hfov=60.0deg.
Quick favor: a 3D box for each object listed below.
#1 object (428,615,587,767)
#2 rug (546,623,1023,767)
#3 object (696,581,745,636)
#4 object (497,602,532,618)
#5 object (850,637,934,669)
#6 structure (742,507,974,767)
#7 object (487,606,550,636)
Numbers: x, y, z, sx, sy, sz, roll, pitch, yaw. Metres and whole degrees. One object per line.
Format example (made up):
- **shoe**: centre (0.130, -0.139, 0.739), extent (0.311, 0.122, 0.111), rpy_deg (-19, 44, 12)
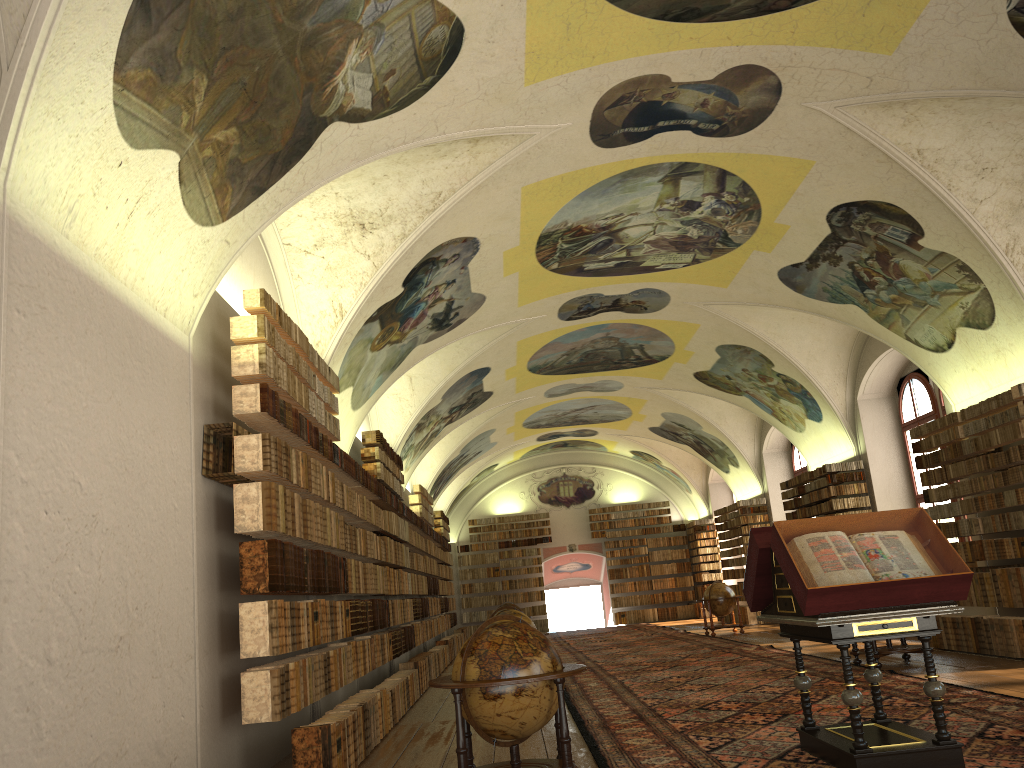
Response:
- **object**: centre (-0.011, 2.590, 7.103), extent (1.280, 1.442, 1.283), rpy_deg (5, -16, -38)
- **rug**: centre (3.058, 5.334, 16.943), extent (4.704, 0.064, 37.064), rpy_deg (-5, -13, -2)
- **object**: centre (5.761, 6.170, 24.466), extent (1.282, 1.442, 1.281), rpy_deg (-17, -17, 40)
- **object**: centre (-0.063, 6.712, 24.343), extent (1.282, 1.442, 1.281), rpy_deg (-17, -17, 40)
- **object**: centre (5.788, 3.617, 13.786), extent (1.280, 1.442, 1.283), rpy_deg (5, -16, -38)
- **structure**: centre (2.844, 2.107, 7.387), extent (1.245, 1.973, 1.899), rpy_deg (-5, -13, -1)
- **object**: centre (-0.028, 4.156, 13.652), extent (1.282, 1.442, 1.281), rpy_deg (-15, -16, 35)
